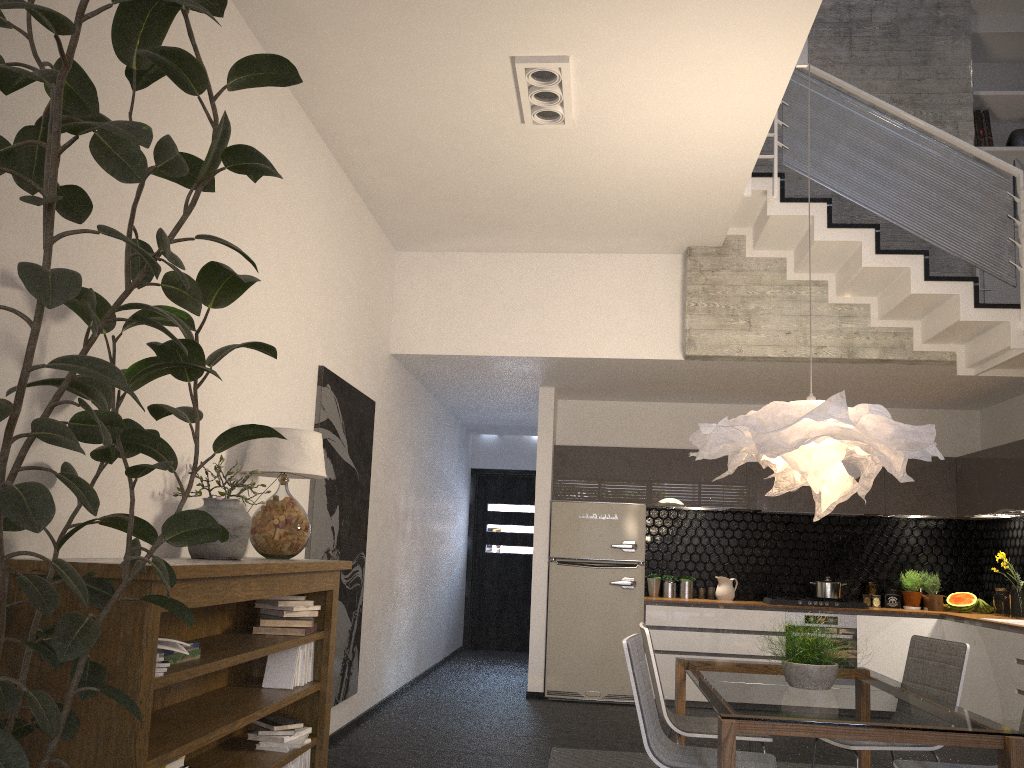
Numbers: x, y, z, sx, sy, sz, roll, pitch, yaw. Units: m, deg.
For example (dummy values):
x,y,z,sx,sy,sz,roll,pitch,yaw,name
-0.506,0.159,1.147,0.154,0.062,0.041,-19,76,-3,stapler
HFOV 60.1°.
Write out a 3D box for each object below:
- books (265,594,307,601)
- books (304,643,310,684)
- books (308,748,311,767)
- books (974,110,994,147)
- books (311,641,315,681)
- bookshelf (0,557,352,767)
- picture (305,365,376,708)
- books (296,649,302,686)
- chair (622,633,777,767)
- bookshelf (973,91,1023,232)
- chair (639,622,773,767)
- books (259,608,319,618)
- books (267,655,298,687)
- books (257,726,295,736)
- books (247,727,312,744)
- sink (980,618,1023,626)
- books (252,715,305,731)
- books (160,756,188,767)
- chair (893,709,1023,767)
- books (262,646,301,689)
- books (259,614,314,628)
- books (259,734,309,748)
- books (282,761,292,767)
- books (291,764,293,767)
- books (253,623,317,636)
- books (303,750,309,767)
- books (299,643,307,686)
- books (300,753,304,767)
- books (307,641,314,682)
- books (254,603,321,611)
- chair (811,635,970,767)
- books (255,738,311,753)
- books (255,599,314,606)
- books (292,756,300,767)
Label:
x,y,z,sx,sy,sz,roll,pitch,yaw,name
-1.045,0.970,4.040,0.205,0.022,0.156,4,-11,-9,books
-0.996,1.267,4.043,0.135,0.187,0.015,2,-8,6,books
-1.009,1.769,4.042,0.174,0.242,0.040,2,-8,6,books
3.660,-1.909,6.949,0.134,0.379,0.274,2,-9,6,books
-0.989,1.282,4.121,0.135,0.188,0.031,2,-8,6,books
-1.108,1.242,3.267,0.451,1.163,1.935,2,-10,6,bookshelf
-1.092,1.006,5.604,0.033,2.012,1.243,2,-9,6,picture
-1.005,1.265,3.959,0.120,0.158,0.016,2,-8,6,books
0.743,1.497,3.533,0.601,0.912,0.479,0,-9,15,chair
3.767,-1.626,6.822,0.973,1.098,0.446,2,-8,6,bookshelf
0.906,1.639,4.248,0.601,0.912,0.479,2,-8,6,chair
-1.020,1.043,4.050,0.180,0.029,0.226,12,-14,-41,books
-1.023,1.247,3.943,0.136,0.187,0.018,2,-8,6,books
-1.022,1.495,3.845,0.155,0.022,0.206,5,-11,-14,books
-1.009,1.521,3.855,0.175,0.023,0.245,-1,-11,15,books
3.836,1.673,6.492,0.489,0.445,0.729,2,-10,6,sink
-1.024,1.474,3.855,0.148,0.023,0.222,12,-14,-42,books
-1.193,1.242,2.919,0.216,0.068,0.159,0,-11,15,books
1.839,1.520,3.411,0.601,0.912,0.479,1,-8,8,chair
-1.011,1.239,3.885,0.135,0.181,0.078,2,-8,6,books
0.945,-1.812,6.153,5.420,6.658,0.361,11,-11,-43,books
-0.988,1.543,3.851,0.174,0.019,0.246,3,-11,-4,books
-1.038,1.714,3.739,0.174,0.233,0.101,2,-8,6,books
-1.031,1.748,3.834,0.155,0.203,0.021,2,-8,6,books
-1.015,1.098,3.978,0.230,0.034,0.288,3,-11,-2,books
-1.015,1.763,4.012,0.175,0.241,0.024,2,-8,6,books
-0.995,1.254,3.977,0.136,0.187,0.018,2,-8,6,books
-1.019,1.750,3.942,0.174,0.242,0.019,2,-8,6,books
-0.993,1.277,4.097,0.136,0.187,0.018,2,-8,6,books
-1.026,1.018,4.051,0.244,0.019,0.176,-4,-12,30,books
1.767,1.660,4.164,0.602,0.912,0.478,4,-8,-8,chair
-0.991,1.562,3.843,0.155,0.020,0.207,-1,-11,15,books
-1.039,0.993,4.037,0.176,0.023,0.244,11,-14,-38,books
-1.018,1.734,3.857,0.175,0.241,0.024,2,-8,6,books
